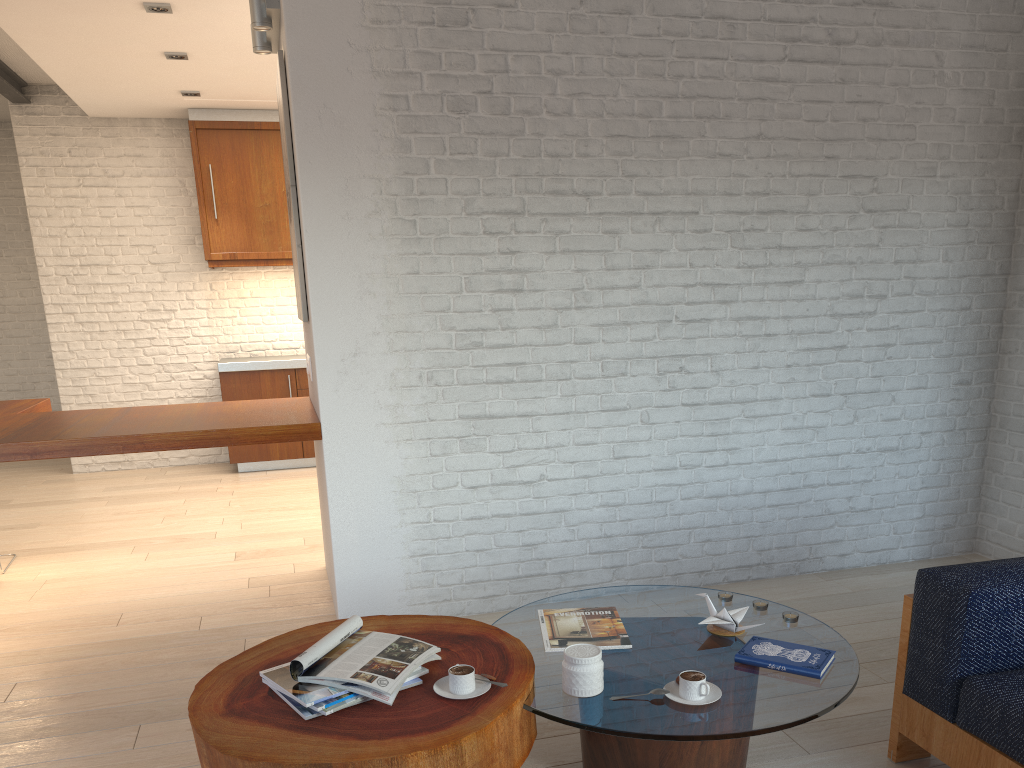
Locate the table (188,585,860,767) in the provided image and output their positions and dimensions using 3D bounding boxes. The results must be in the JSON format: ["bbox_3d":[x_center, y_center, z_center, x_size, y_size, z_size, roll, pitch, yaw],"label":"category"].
[{"bbox_3d":[0.069,0.968,2.535,1.827,0.464,1.040,-3,8,-9],"label":"table"}]

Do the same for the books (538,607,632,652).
[{"bbox_3d":[0.215,0.746,2.668,0.252,0.011,0.307,-2,6,-2],"label":"books"}]

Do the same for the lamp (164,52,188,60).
[{"bbox_3d":[-1.996,-1.969,5.182,0.123,0.057,0.120,-4,8,-15],"label":"lamp"}]

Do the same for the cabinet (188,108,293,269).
[{"bbox_3d":[-0.898,-1.627,7.384,3.330,1.215,0.443,-4,15,-14],"label":"cabinet"}]

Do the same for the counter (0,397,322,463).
[{"bbox_3d":[-2.194,0.613,4.176,2.487,0.957,1.631,-4,9,-14],"label":"counter"}]

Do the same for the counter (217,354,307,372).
[{"bbox_3d":[-0.457,-0.117,6.347,3.321,0.073,3.410,-3,6,-15],"label":"counter"}]

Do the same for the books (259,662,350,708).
[{"bbox_3d":[-0.447,0.739,2.251,0.313,0.011,0.248,-7,8,-40],"label":"books"}]

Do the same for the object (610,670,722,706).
[{"bbox_3d":[0.399,0.770,2.192,0.269,0.059,0.150,-4,8,-21],"label":"object"}]

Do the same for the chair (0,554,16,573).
[{"bbox_3d":[-3.047,0.648,4.814,0.403,0.805,0.406,-5,14,-14],"label":"chair"}]

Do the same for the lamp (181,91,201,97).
[{"bbox_3d":[-2.266,-2.066,6.144,0.123,0.057,0.120,-4,8,-15],"label":"lamp"}]

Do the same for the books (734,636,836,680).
[{"bbox_3d":[0.753,0.752,2.404,0.229,0.024,0.158,2,8,33],"label":"books"}]

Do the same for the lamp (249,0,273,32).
[{"bbox_3d":[-0.979,-1.443,3.399,0.080,0.108,0.076,1,13,13],"label":"lamp"}]

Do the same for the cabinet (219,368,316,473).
[{"bbox_3d":[-0.192,-0.694,6.543,4.723,2.941,2.209,5,14,38],"label":"cabinet"}]

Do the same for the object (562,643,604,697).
[{"bbox_3d":[0.184,0.741,2.262,0.108,0.112,0.104,-1,11,1],"label":"object"}]

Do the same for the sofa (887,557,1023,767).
[{"bbox_3d":[0.505,0.966,1.395,3.936,0.687,2.013,-3,7,-14],"label":"sofa"}]

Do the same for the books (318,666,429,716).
[{"bbox_3d":[-0.419,0.759,2.256,0.249,0.011,0.312,4,9,45],"label":"books"}]

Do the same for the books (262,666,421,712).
[{"bbox_3d":[-0.438,0.749,2.255,0.249,0.011,0.312,4,9,45],"label":"books"}]

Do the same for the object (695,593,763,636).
[{"bbox_3d":[0.650,0.696,2.621,0.194,0.095,0.180,0,8,11],"label":"object"}]

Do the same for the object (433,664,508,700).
[{"bbox_3d":[-0.114,0.747,2.209,0.173,0.058,0.142,-5,8,-25],"label":"object"}]

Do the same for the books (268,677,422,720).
[{"bbox_3d":[-0.433,0.771,2.253,0.314,0.011,0.247,-6,8,-35],"label":"books"}]

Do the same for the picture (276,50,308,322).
[{"bbox_3d":[-0.952,-0.794,3.764,0.020,1.055,0.630,-6,14,-15],"label":"picture"}]

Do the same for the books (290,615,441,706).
[{"bbox_3d":[-0.374,0.720,2.277,0.272,0.113,0.311,1,8,18],"label":"books"}]

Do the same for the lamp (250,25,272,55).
[{"bbox_3d":[-1.072,-1.476,3.729,0.080,0.108,0.076,1,13,13],"label":"lamp"}]

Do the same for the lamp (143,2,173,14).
[{"bbox_3d":[-1.756,-1.883,4.319,0.123,0.057,0.120,-4,8,-15],"label":"lamp"}]

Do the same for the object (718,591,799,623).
[{"bbox_3d":[0.788,0.707,2.787,0.067,0.028,0.296,-8,9,-38],"label":"object"}]
